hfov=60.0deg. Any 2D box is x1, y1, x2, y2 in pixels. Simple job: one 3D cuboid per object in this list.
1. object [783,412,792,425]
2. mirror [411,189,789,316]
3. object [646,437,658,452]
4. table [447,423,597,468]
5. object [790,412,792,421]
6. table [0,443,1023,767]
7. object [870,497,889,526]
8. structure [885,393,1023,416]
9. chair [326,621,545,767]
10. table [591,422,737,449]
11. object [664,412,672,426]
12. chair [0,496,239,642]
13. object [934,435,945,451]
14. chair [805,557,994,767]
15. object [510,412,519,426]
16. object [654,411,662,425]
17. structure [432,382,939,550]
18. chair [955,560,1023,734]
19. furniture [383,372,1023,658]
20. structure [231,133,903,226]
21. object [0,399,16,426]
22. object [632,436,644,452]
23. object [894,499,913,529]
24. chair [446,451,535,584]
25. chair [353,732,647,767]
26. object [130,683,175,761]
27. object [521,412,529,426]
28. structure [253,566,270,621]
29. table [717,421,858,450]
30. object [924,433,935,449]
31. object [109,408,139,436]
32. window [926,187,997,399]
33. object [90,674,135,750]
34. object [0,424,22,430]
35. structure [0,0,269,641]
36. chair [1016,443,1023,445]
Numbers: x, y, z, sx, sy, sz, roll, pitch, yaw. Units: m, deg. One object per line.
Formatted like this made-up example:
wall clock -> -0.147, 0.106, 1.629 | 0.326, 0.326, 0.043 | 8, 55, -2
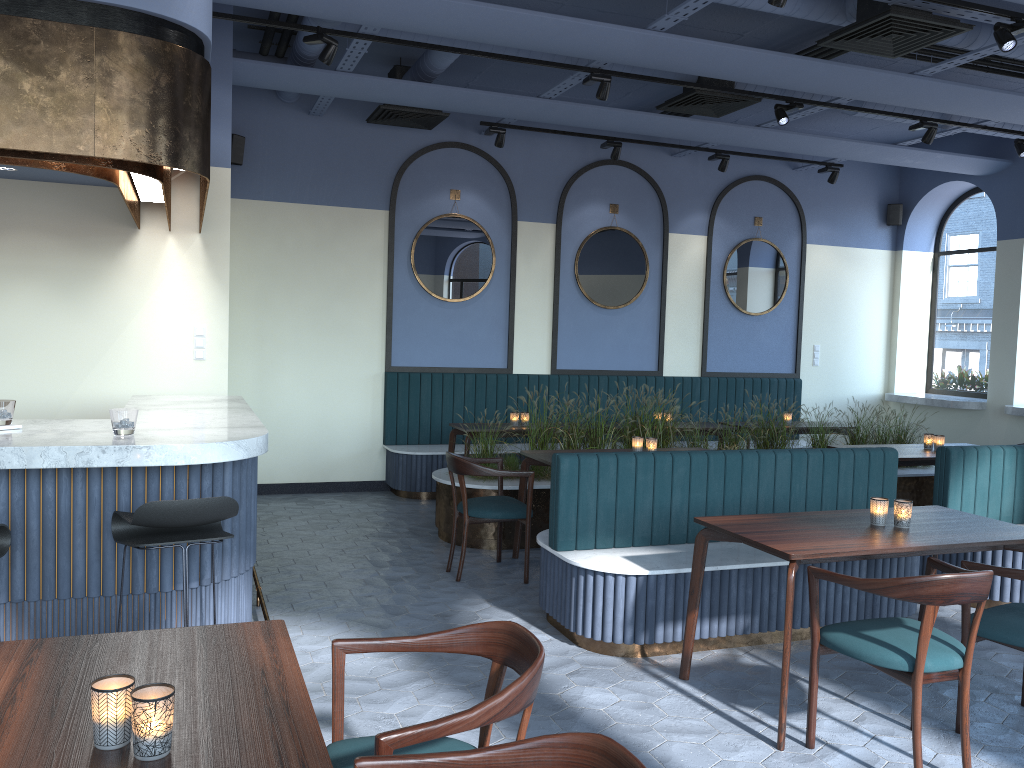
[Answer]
object -> 2.684, 0.339, 8.650 | 0.078, 0.120, 0.078 | -1, 4, -37
mirror -> 1.078, -1.324, 9.241 | 4.357, 1.089, 0.026 | 1, 4, -20
object -> 0.958, 0.430, 6.094 | 0.078, 0.120, 0.078 | -1, 4, -37
table -> 0.098, 0.743, 7.772 | 1.285, 0.755, 0.548 | 1, 4, -20
object -> 2.721, 0.335, 8.741 | 0.078, 0.120, 0.078 | -1, 4, -37
table -> 0.424, 0.973, 3.984 | 9.778, 0.755, 3.997 | -1, 4, -36
object -> 1.654, 0.575, 3.997 | 0.078, 0.120, 0.078 | -1, 4, -37
structure -> 2.875, 0.486, 3.704 | 4.315, 0.080, 14.155 | 4, 4, 31
chair -> -0.202, 1.037, 2.231 | 0.525, 0.793, 0.618 | 1, 4, -21
table -> 1.391, 0.757, 8.250 | 1.332, 0.755, 0.548 | 1, 4, -20
object -> 1.447, 0.323, 8.220 | 0.078, 0.120, 0.078 | -1, 4, -37
chair -> -0.566, 0.968, 1.844 | 6.322, 0.949, 3.651 | 1, 4, -22
object -> 3.333, 0.460, 6.920 | 0.078, 0.120, 0.078 | 2, 3, -3
chair -> 1.480, 1.029, 3.320 | 0.618, 0.793, 0.525 | 1, 4, -21
object -> 0.023, 0.305, 7.717 | 0.078, 0.120, 0.078 | 2, 3, -3
object -> 1.356, 0.318, 8.256 | 0.078, 0.120, 0.078 | -1, 4, -37
structure -> 1.707, 0.586, 7.478 | 4.878, 1.207, 1.143 | 1, 4, -19
chair -> 2.160, 1.037, 3.569 | 0.618, 0.793, 0.525 | 0, 4, -34
furniture -> 1.823, 0.637, 7.161 | 4.800, 1.150, 4.703 | 1, 4, -20
structure -> 0.178, -1.832, 5.369 | 13.143, 0.268, 7.261 | -1, 4, -37
object -> -2.109, 0.119, 3.659 | 0.111, 0.102, 0.111 | 5, 4, 41
object -> 0.867, 0.425, 6.130 | 0.078, 0.120, 0.078 | -1, 4, -37
object -> 1.745, 0.580, 3.961 | 0.078, 0.120, 0.078 | -1, 4, -37
chair -> -0.169, 0.836, 5.709 | 0.525, 0.793, 0.618 | 1, 4, -21
chair -> -0.024, 1.082, 1.569 | 0.525, 0.793, 0.618 | 1, 4, -21
object -> -0.674, 0.634, 1.662 | 0.078, 0.120, 0.078 | 2, 3, -3
object -> 0.113, 0.306, 7.756 | 0.078, 0.120, 0.078 | 2, 3, -3
structure -> -0.999, 1.332, 1.369 | 6.894, 0.250, 5.649 | 5, 4, 41
table -> 2.704, 0.772, 8.735 | 1.332, 0.755, 0.548 | 1, 4, -20
object -> 3.295, 0.454, 7.009 | 0.078, 0.120, 0.078 | 2, 3, -3
object -> -1.573, 0.154, 3.594 | 0.111, 0.102, 0.111 | 5, 4, 41
window -> 3.114, -0.726, 3.537 | 3.897, 2.394, 14.212 | 4, 4, 30
object -> -0.764, 0.629, 1.699 | 0.078, 0.120, 0.078 | 2, 3, -3
object -> -2.204, 0.130, 3.699 | 0.342, 0.099, 0.171 | 3, 3, 13
structure -> -3.162, -0.689, 4.316 | 3.653, 3.800, 3.220 | 1, 4, -20
chair -> 4.215, 0.886, 7.329 | 0.525, 0.793, 0.618 | 1, 4, -21
